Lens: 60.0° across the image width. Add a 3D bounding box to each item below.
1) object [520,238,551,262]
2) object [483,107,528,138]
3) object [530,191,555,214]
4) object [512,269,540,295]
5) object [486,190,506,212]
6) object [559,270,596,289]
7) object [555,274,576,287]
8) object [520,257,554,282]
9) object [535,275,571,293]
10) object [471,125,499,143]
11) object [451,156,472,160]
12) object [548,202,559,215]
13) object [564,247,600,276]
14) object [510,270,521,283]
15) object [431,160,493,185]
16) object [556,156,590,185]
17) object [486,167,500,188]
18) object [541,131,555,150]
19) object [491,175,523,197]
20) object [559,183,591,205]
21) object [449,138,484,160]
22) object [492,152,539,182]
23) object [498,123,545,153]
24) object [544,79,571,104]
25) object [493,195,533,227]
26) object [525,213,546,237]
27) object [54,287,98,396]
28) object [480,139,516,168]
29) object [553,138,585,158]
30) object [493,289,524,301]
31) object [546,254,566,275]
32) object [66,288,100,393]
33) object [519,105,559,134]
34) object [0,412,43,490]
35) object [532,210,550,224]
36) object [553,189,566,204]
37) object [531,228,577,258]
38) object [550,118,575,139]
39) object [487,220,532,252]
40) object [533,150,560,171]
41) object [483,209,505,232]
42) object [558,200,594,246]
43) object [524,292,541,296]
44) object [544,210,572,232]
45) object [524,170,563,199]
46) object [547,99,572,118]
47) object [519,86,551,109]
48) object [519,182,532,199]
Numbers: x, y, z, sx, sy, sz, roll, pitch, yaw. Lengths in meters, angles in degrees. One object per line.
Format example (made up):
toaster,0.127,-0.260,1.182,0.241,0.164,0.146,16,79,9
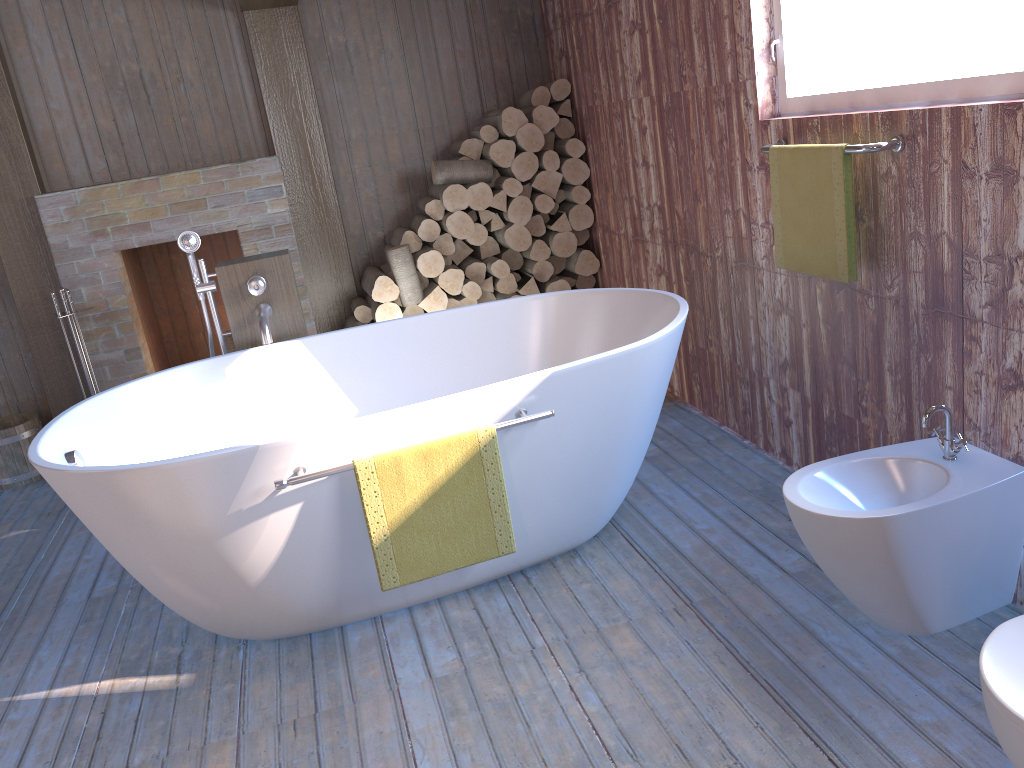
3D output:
object,0.100,-0.719,4.685,0.114,0.113,0.301,-14,17,-14
object,-0.039,-1.338,4.536,0.135,0.139,0.456,-13,17,-10
object,0.111,-0.961,4.650,0.102,0.109,0.438,-13,17,-11
object,0.034,-0.550,4.734,0.115,0.112,0.423,-13,17,-11
object,-0.124,-0.942,4.590,0.109,0.124,0.424,-13,17,-12
object,0.348,-0.590,4.869,0.114,0.113,0.301,-14,17,-14
object,0.273,-0.565,4.849,0.088,0.092,0.280,-13,17,-12
object,0.120,-0.616,4.711,0.116,0.117,0.289,-14,17,-14
object,0.189,-0.529,4.790,0.138,0.147,0.440,-13,17,-11
object,-0.139,-1.267,4.496,0.094,0.097,0.227,-13,17,-11
object,-0.274,-1.115,4.611,0.113,0.130,0.291,-13,17,-11
object,0.190,-0.930,4.668,0.067,0.069,0.177,-13,17,-11
object,0.325,-0.680,4.804,0.139,0.137,0.455,-13,17,-13
object,0.004,-0.574,4.706,0.054,0.056,0.146,-13,17,-11
object,-0.249,-1.057,4.422,0.302,0.157,0.121,-13,17,-11
object,0.268,-1.124,4.657,0.147,0.152,0.439,-13,17,-11
object,-0.153,-1.096,4.650,0.121,0.124,0.291,-13,17,-11
object,0.127,-1.271,4.685,0.132,0.119,0.319,-12,17,-10
object,-0.050,-1.029,4.588,0.102,0.109,0.438,-13,17,-11
object,0.296,-1.013,4.688,0.102,0.109,0.438,-13,17,-11
object,-0.237,-1.207,4.599,0.140,0.121,0.319,-12,17,-10
object,0.013,-1.121,4.586,0.143,0.151,0.440,-13,17,-11
object,0.029,-1.258,4.555,0.141,0.143,0.437,-13,17,-13
object,0.213,-1.505,4.580,0.112,0.113,0.271,-13,17,-11
object,-0.009,-0.913,4.632,0.136,0.157,0.439,-13,17,-11
object,0.078,-0.842,4.659,0.111,0.118,0.302,-13,17,-12
object,-2.046,-0.030,4.242,0.276,0.888,0.333,0,19,29
object,-0.100,-1.188,4.557,0.139,0.148,0.458,-13,17,-11
object,0.263,-1.233,4.623,0.102,0.109,0.438,-13,17,-11
object,-0.035,-0.449,4.763,0.139,0.148,0.458,-13,17,-11
object,0.195,-0.672,4.855,0.118,0.106,0.319,-14,17,-14
object,-1.957,-0.029,4.198,0.206,0.871,0.126,0,19,29
object,0.115,-1.359,4.574,0.133,0.142,0.456,-13,17,-10
object,-2.426,0.326,4.312,0.309,0.290,0.308,-10,16,-2
object,0.139,-0.882,4.666,0.065,0.069,0.177,-13,17,-12
object,0.225,-1.010,4.718,0.088,0.092,0.280,-13,17,-11
object,0.211,-0.763,4.738,0.137,0.133,0.437,-13,17,-13
object,0.237,-1.332,4.630,0.107,0.115,0.269,-13,17,-10
object,-0.031,-0.786,4.659,0.141,0.143,0.437,-13,17,-13
object,0.144,-1.163,4.608,0.089,0.106,0.437,-13,17,-10
object,-0.107,-0.859,4.623,0.085,0.096,0.280,-13,17,-11
object,0.309,-0.856,4.743,0.137,0.256,0.439,-13,17,-11
object,0.101,-0.450,4.787,0.135,0.145,0.439,-13,17,-11
object,0.195,-0.872,4.698,0.115,0.112,0.423,-13,17,-11
object,0.124,-1.052,4.663,0.172,0.151,0.482,-13,17,-10
object,0.226,-1.429,4.619,0.081,0.100,0.281,-13,17,-12
object,0.115,-1.459,4.564,0.104,0.121,0.270,-13,17,-11
object,0.034,-0.995,4.599,0.095,0.090,0.278,-12,17,-10
